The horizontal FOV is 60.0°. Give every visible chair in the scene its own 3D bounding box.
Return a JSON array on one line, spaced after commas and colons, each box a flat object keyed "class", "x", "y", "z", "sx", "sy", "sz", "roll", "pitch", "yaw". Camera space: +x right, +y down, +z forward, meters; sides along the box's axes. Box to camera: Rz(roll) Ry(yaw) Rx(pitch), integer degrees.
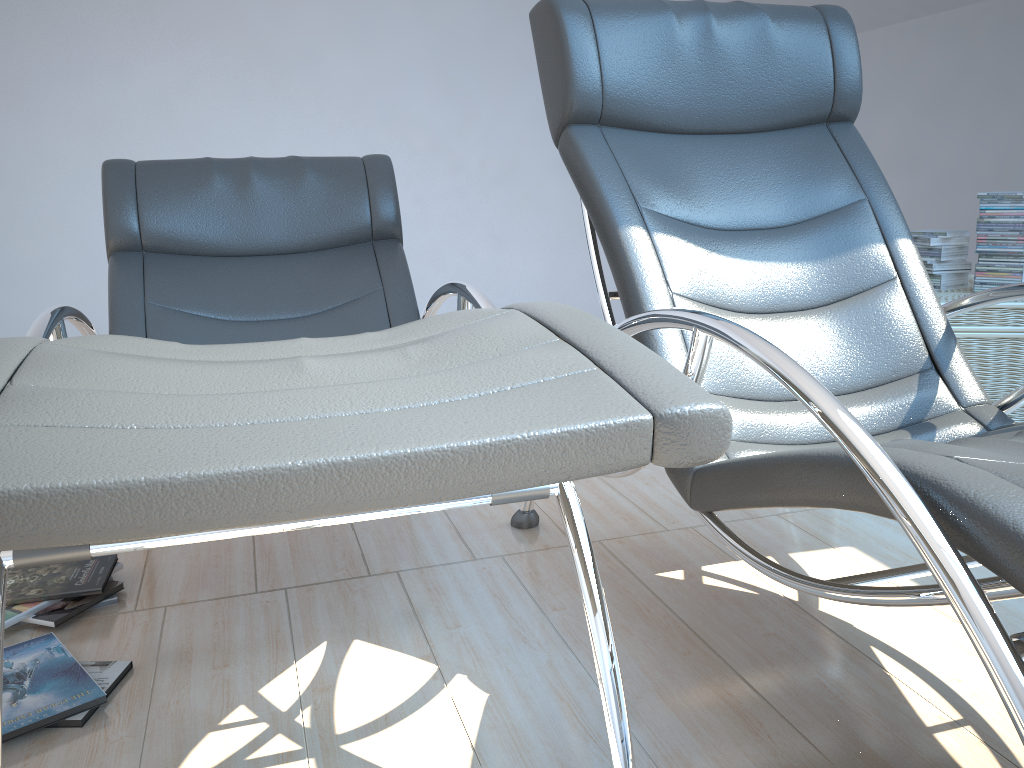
[{"class": "chair", "x": -0.424, "y": 0.037, "z": 1.640, "sx": 0.836, "sy": 0.953, "sz": 2.114, "roll": -5, "pitch": 13, "yaw": -16}, {"class": "chair", "x": 0.652, "y": -0.094, "z": 1.402, "sx": 0.836, "sy": 1.251, "sz": 1.938, "roll": -5, "pitch": 13, "yaw": -16}]

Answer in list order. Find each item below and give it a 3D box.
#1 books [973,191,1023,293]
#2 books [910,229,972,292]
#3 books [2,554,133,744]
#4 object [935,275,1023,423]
[{"class": "books", "x": 1.443, "y": -0.408, "z": 2.590, "sx": 0.149, "sy": 0.300, "sz": 0.149, "roll": 10, "pitch": 17, "yaw": 43}, {"class": "books", "x": 1.327, "y": -0.386, "z": 2.775, "sx": 0.162, "sy": 0.184, "sz": 0.165, "roll": -6, "pitch": 13, "yaw": -18}, {"class": "books", "x": 0.434, "y": 0.702, "z": 0.245, "sx": 4.790, "sy": 0.222, "sz": 1.045, "roll": 9, "pitch": 16, "yaw": 39}, {"class": "object", "x": 1.388, "y": -0.053, "z": 2.817, "sx": 0.745, "sy": 0.518, "sz": 0.744, "roll": 1, "pitch": 13, "yaw": 13}]
